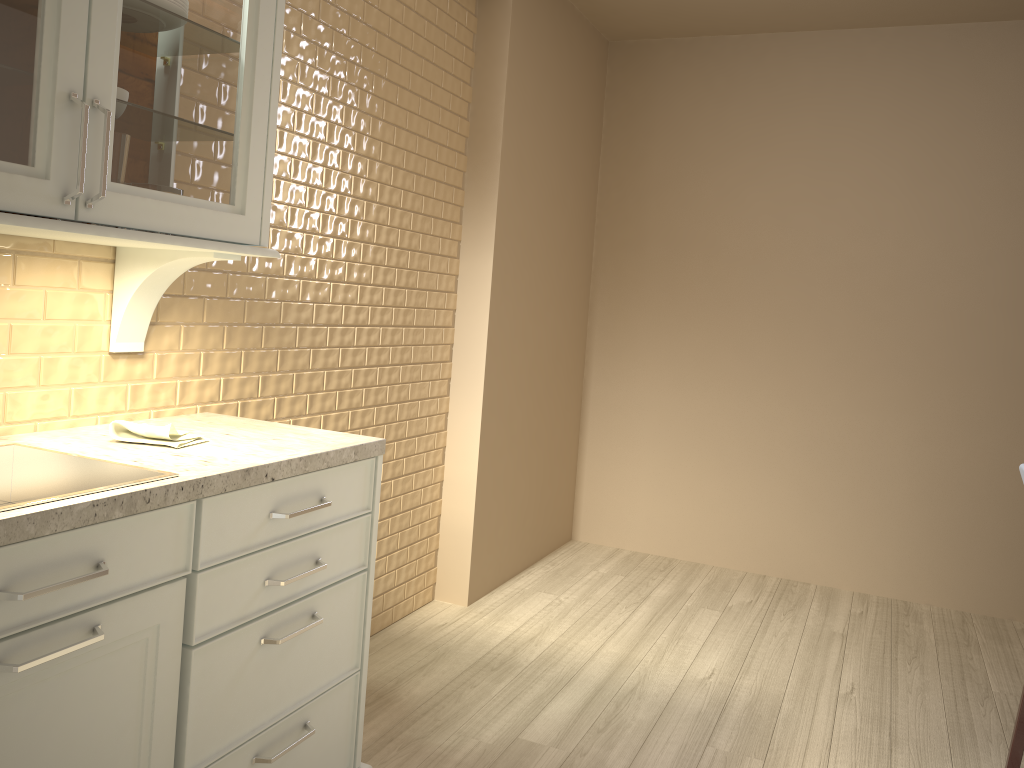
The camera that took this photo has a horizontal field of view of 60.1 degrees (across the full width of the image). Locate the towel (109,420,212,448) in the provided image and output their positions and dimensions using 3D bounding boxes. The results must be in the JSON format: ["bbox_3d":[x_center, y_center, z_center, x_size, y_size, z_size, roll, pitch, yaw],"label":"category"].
[{"bbox_3d":[-0.684,0.092,1.738,0.171,0.050,0.164,5,5,9],"label":"towel"}]

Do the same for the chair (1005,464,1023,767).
[{"bbox_3d":[1.453,0.641,2.066,0.507,0.826,0.399,5,2,23],"label":"chair"}]

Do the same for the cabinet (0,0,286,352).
[{"bbox_3d":[-0.947,-0.559,1.034,0.412,1.110,1.930,5,4,23],"label":"cabinet"}]

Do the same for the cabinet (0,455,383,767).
[{"bbox_3d":[-1.014,0.566,1.074,0.639,0.792,2.221,5,5,23],"label":"cabinet"}]

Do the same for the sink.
[{"bbox_3d":[-0.819,0.344,1.277,0.381,0.414,0.485,5,4,23],"label":"sink"}]

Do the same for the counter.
[{"bbox_3d":[-0.950,0.169,1.042,0.524,0.035,2.200,6,6,23],"label":"counter"}]
